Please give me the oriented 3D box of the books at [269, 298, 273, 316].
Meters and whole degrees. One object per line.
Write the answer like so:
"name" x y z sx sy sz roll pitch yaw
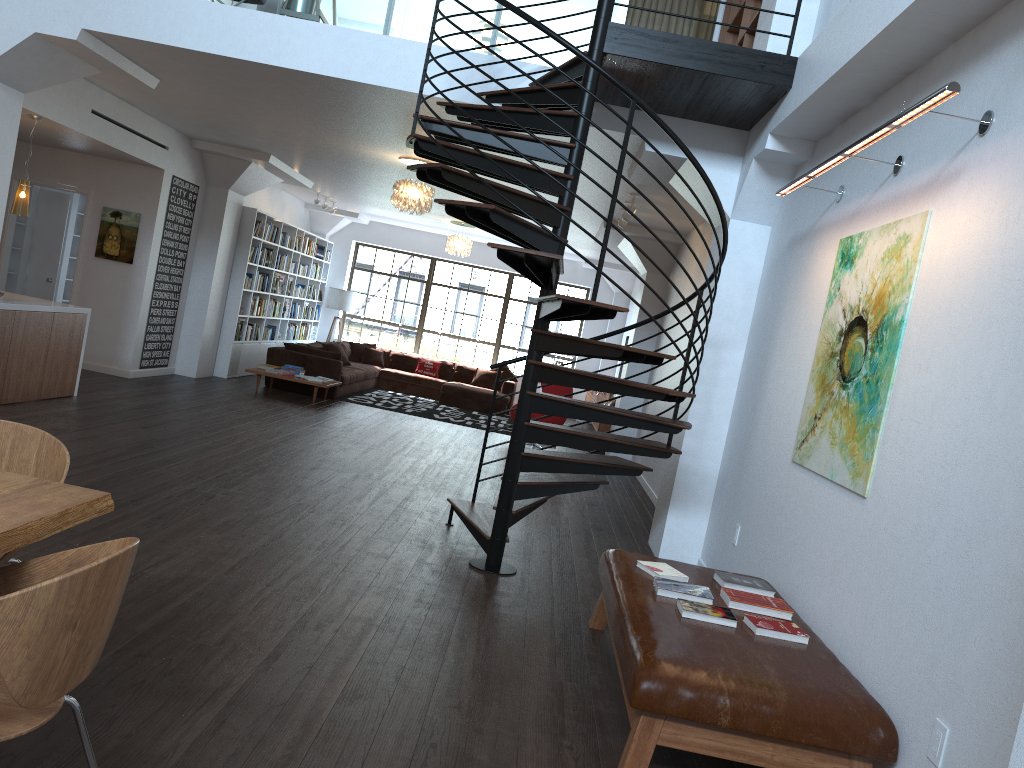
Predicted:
"books" -3.864 -1.210 13.889 0.176 0.290 0.053 11 3 1

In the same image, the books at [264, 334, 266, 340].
"books" -3.949 -0.789 13.980 0.128 0.178 0.022 11 3 1

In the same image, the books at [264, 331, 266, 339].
"books" -3.951 -0.791 13.954 0.134 0.184 0.030 11 3 1

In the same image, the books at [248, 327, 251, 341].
"books" -3.970 -0.759 13.178 0.161 0.223 0.030 11 3 1

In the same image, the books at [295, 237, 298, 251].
"books" -3.625 -2.322 14.587 0.174 0.236 0.136 11 3 1

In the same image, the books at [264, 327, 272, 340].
"books" -3.933 -0.807 14.211 0.139 0.191 0.036 11 3 1

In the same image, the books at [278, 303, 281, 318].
"books" -3.857 -1.211 14.415 0.168 0.231 0.037 11 3 1

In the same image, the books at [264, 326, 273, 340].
"books" -3.936 -0.815 14.243 0.146 0.202 0.027 11 3 1

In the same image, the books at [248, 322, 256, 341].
"books" -3.970 -0.797 13.366 0.180 0.259 0.042 11 3 1

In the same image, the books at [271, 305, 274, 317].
"books" -3.862 -1.195 14.012 0.171 0.246 0.057 11 3 1

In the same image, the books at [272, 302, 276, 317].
"books" -3.866 -1.197 14.089 0.174 0.240 0.045 11 3 1

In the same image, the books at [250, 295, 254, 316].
"books" -3.882 -1.166 13.029 0.140 0.298 0.044 11 3 1

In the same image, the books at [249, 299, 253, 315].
"books" -3.906 -1.142 12.980 0.189 0.247 0.057 11 3 2

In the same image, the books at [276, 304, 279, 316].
"books" -3.855 -1.198 14.279 0.161 0.223 0.027 11 3 1

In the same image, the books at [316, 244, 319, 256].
"books" -3.587 -2.406 15.925 0.183 0.253 0.042 11 3 1

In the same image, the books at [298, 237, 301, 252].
"books" -3.616 -2.340 14.788 0.160 0.251 0.039 11 3 1

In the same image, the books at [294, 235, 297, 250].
"books" -3.626 -2.326 14.499 0.183 0.253 0.042 11 3 1

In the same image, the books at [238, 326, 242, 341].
"books" -3.981 -0.743 12.737 0.161 0.223 0.032 11 3 1

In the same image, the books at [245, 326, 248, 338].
"books" -3.982 -0.775 13.028 0.160 0.251 0.031 11 3 1

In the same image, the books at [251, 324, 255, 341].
"books" -3.970 -0.791 13.326 0.160 0.251 0.039 11 3 1

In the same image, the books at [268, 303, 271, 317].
"books" -3.863 -1.174 13.852 0.161 0.223 0.026 11 3 1

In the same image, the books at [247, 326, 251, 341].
"books" -3.974 -0.767 13.146 0.161 0.223 0.033 11 3 1

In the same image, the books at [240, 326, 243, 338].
"books" -3.990 -0.749 12.811 0.161 0.223 0.033 11 3 1

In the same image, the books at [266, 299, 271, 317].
"books" -3.876 -1.203 13.779 0.198 0.284 0.066 11 3 1

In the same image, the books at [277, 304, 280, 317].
"books" -3.858 -1.211 14.348 0.174 0.240 0.045 11 3 1

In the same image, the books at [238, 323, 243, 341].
"books" -3.991 -0.763 12.773 0.183 0.253 0.042 11 3 1

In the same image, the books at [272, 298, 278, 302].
"books" -3.856 -1.225 14.161 0.176 0.290 0.036 11 3 1

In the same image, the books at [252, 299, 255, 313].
"books" -3.906 -1.147 13.120 0.159 0.241 0.038 11 3 1

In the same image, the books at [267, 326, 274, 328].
"books" -3.943 -0.827 14.392 0.144 0.207 0.048 11 3 1

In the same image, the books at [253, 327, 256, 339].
"books" -3.982 -0.788 13.411 0.168 0.231 0.045 11 3 1

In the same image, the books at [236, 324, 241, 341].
"books" -3.986 -0.748 12.661 0.174 0.240 0.054 11 3 1

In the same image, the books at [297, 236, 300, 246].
"books" -3.622 -2.338 14.722 0.160 0.251 0.031 11 3 1

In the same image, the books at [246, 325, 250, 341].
"books" -3.982 -0.770 13.103 0.176 0.231 0.053 11 3 1

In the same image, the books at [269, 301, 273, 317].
"books" -3.865 -1.194 13.933 0.183 0.253 0.034 11 3 1

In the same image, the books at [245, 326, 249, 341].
"books" -3.974 -0.761 13.059 0.161 0.223 0.032 11 3 1

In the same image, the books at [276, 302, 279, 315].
"books" -3.852 -1.210 14.253 0.160 0.250 0.026 11 3 1

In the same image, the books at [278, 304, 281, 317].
"books" -3.848 -1.203 14.383 0.161 0.223 0.026 11 3 1

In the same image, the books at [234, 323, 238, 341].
"books" -3.998 -0.751 12.587 0.160 0.251 0.031 11 3 1

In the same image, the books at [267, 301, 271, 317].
"books" -3.864 -1.186 13.825 0.160 0.250 0.026 11 3 1

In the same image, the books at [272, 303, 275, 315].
"books" -3.861 -1.186 14.054 0.161 0.223 0.027 11 3 1

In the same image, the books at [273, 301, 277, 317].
"books" -3.852 -1.204 14.128 0.183 0.253 0.034 11 3 1

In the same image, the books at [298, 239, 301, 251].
"books" -3.614 -2.324 14.753 0.161 0.223 0.032 11 3 1

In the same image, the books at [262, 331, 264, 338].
"books" -3.950 -0.786 13.812 0.139 0.191 0.036 11 3 1

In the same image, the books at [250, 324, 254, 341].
"books" -3.969 -0.786 13.287 0.171 0.246 0.039 11 3 1

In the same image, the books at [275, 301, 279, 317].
"books" -3.856 -1.212 14.210 0.180 0.259 0.060 11 3 1

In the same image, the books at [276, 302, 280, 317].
"books" -3.859 -1.216 14.308 0.183 0.253 0.034 11 3 1

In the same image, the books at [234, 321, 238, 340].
"books" -4.005 -0.768 12.546 0.198 0.284 0.049 11 3 1

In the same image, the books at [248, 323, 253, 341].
"books" -3.974 -0.788 13.214 0.183 0.253 0.042 11 3 1

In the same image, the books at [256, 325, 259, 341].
"books" -3.961 -0.794 13.543 0.174 0.236 0.142 11 3 1

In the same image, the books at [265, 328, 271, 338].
"books" -3.933 -0.798 14.182 0.128 0.178 0.021 11 3 1

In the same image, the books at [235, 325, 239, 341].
"books" -3.991 -0.738 12.618 0.161 0.223 0.032 11 3 1

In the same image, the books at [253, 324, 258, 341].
"books" -3.961 -0.798 13.452 0.183 0.253 0.042 11 3 1

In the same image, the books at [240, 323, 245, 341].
"books" -3.987 -0.766 12.856 0.180 0.251 0.048 11 3 1

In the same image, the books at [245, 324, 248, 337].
"books" -3.988 -0.791 12.987 0.198 0.284 0.049 11 3 1

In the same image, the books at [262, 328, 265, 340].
"books" -3.951 -0.791 13.852 0.136 0.196 0.045 11 3 1

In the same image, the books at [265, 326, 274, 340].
"books" -3.926 -0.814 14.270 0.146 0.202 0.027 11 3 1

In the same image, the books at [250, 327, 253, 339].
"books" -3.974 -0.773 13.251 0.161 0.223 0.033 11 3 1

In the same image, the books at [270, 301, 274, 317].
"books" -3.860 -1.195 13.967 0.183 0.253 0.034 11 3 1
